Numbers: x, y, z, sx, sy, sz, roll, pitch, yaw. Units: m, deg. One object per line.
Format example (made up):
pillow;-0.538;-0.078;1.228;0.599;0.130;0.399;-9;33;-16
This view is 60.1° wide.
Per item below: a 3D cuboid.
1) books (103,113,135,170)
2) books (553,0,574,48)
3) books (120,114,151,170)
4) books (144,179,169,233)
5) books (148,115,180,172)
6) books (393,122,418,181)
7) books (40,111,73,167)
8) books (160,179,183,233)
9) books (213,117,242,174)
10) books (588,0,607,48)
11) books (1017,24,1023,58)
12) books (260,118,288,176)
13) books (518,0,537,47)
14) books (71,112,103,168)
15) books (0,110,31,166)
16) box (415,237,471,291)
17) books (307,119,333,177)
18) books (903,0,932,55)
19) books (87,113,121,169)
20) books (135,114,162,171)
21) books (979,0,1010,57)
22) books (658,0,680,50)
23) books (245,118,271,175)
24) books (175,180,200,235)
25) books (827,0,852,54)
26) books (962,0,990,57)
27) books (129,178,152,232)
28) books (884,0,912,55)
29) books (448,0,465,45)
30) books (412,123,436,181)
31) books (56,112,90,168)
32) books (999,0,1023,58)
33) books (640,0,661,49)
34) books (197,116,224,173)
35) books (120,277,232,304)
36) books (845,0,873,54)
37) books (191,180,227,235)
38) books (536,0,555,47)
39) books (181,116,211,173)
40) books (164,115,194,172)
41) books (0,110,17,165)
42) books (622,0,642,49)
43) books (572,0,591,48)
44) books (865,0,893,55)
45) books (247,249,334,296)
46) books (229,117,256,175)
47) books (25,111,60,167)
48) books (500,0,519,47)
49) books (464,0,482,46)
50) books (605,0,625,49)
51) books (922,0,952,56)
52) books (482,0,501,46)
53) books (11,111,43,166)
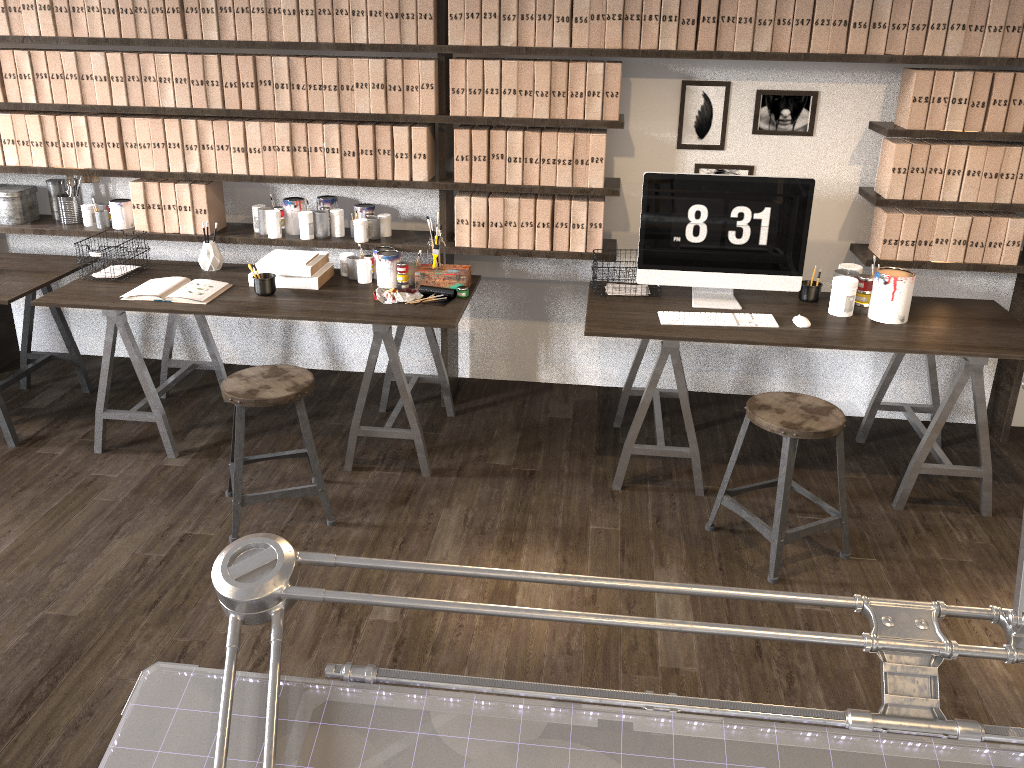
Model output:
books;-1.708;-1.069;3.900;0.067;0.222;0.177;3;22;6
books;0.206;-1.457;3.520;0.067;0.222;0.177;3;22;6
books;-1.634;-1.067;3.898;0.067;0.221;0.177;3;22;6
books;-1.567;-0.810;3.986;0.067;0.222;0.177;3;22;6
books;-1.507;-1.056;3.879;0.067;0.222;0.177;3;22;6
books;-0.452;-0.994;3.775;0.067;0.222;0.177;3;22;6
books;-1.994;-1.088;3.933;0.067;0.222;0.177;3;22;6
books;-1.496;-0.806;3.979;0.067;0.222;0.177;3;22;6
books;-1.224;-1.042;3.856;0.067;0.222;0.177;3;22;6
books;0.341;-1.451;3.510;0.067;0.221;0.177;3;22;6
books;1.938;-1.355;3.352;0.067;0.222;0.177;3;22;6
books;-1.019;-1.029;3.835;0.067;0.221;0.177;3;22;6
books;0.068;-1.468;3.539;0.067;0.222;0.177;3;22;6
books;-1.853;-1.078;3.916;0.067;0.222;0.177;3;22;6
books;-2.190;-1.099;3.950;0.067;0.221;0.177;3;22;6
box;-0.283;-0.496;3.647;0.212;0.204;0.140;3;22;6
books;-0.815;-1.017;3.816;0.067;0.222;0.177;3;22;6
books;1.530;-1.379;3.392;0.067;0.222;0.177;3;22;6
books;-1.782;-1.076;3.913;0.067;0.222;0.177;3;22;6
books;-1.569;-1.062;3.889;0.067;0.221;0.177;3;22;6
books;1.800;-1.361;3.360;0.067;0.222;0.177;3;22;6
books;0.615;-1.433;3.480;0.067;0.222;0.177;3;22;6
books;-1.082;-1.032;3.840;0.067;0.221;0.177;3;22;6
books;-1.427;-0.800;3.968;0.067;0.222;0.177;3;22;6
books;1.247;-1.394;3.415;0.067;0.222;0.177;3;22;6
books;1.734;-1.367;3.371;0.067;0.221;0.177;3;22;6
books;-1.635;-0.812;3.987;0.067;0.222;0.177;3;22;6
books;1.461;-1.384;3.400;0.067;0.222;0.177;3;22;6
books;-0.209;-1.483;3.564;0.067;0.221;0.177;3;22;6
books;-0.374;-0.990;3.769;0.067;0.221;0.177;3;22;6
books;-1.923;-1.084;3.926;0.067;0.222;0.177;3;22;6
books;1.867;-1.359;3.359;0.067;0.222;0.177;3;22;6
books;0.545;-1.439;3.491;0.067;0.222;0.177;3;22;6
books;-1.293;-1.046;3.865;0.067;0.222;0.177;3;22;6
books;-1.350;-0.382;3.573;0.354;0.029;0.260;4;23;6
books;1.318;-1.390;3.408;0.067;0.222;0.177;3;22;6
books;-1.355;-0.798;3.965;0.067;0.222;0.177;3;22;6
books;0.137;-1.463;3.531;0.067;0.222;0.177;3;22;6
books;-1.363;-1.049;3.868;0.067;0.222;0.177;3;22;6
books;-1.435;-1.052;3.872;0.067;0.222;0.177;3;22;6
books;-2.262;-1.103;3.956;0.067;0.222;0.177;3;22;6
books;0.475;-1.443;3.498;0.067;0.222;0.177;3;22;6
books;0.278;-1.454;3.515;0.067;0.221;0.177;3;22;6
books;1.391;-1.387;3.404;0.067;0.222;0.177;3;22;6
books;-0.934;-0.479;3.679;0.294;0.145;0.392;3;23;6
books;-1.154;-1.036;3.845;0.067;0.222;0.177;3;22;6
books;-2.061;-1.090;3.935;0.067;0.222;0.177;3;22;6
books;-0.002;-1.471;3.543;0.067;0.222;0.177;3;22;6
books;-0.146;-1.478;3.554;0.067;0.222;0.177;3;22;6
books;0.407;-1.445;3.499;0.067;0.222;0.177;3;22;6
books;1.599;-1.373;3.381;0.067;0.222;0.177;3;22;6
books;-0.074;-1.474;3.547;0.067;0.222;0.177;3;22;6
books;-2.127;-1.096;3.946;0.067;0.221;0.177;3;22;6
